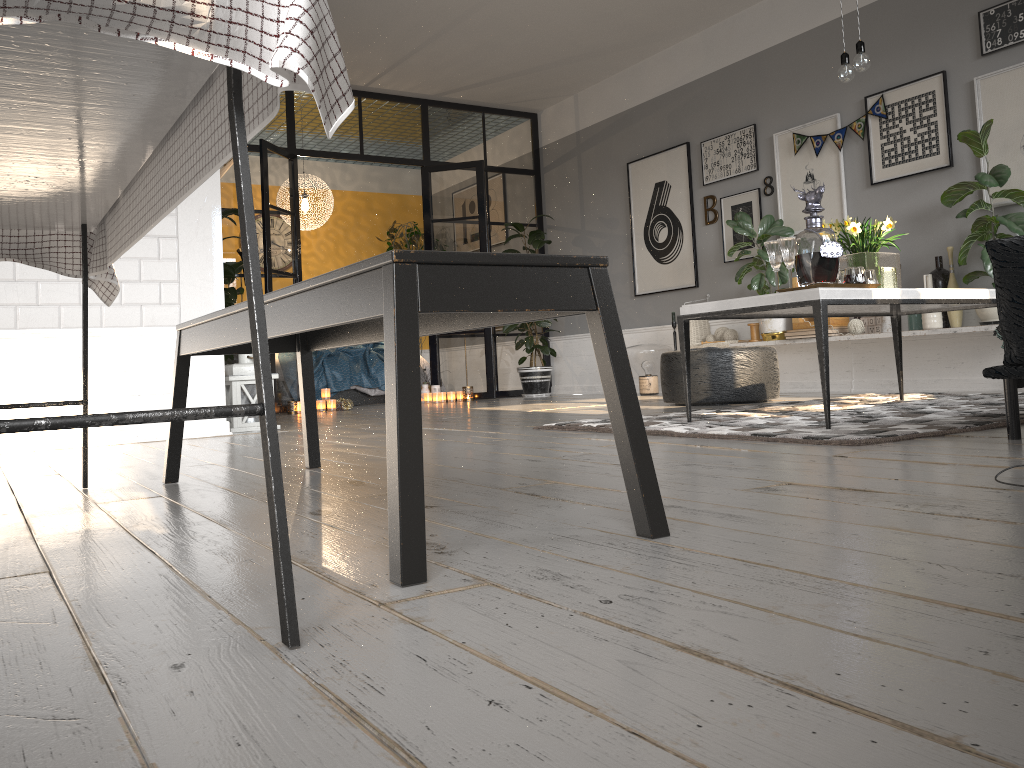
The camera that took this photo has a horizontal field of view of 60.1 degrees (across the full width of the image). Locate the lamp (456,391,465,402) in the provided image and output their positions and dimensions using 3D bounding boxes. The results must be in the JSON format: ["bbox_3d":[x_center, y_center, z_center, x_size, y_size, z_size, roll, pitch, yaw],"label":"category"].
[{"bbox_3d":[-0.488,0.118,8.409,0.080,0.099,0.080,-3,-1,9],"label":"lamp"}]

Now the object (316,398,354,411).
[{"bbox_3d":[-1.609,0.183,7.884,0.192,0.118,0.715,-3,1,-43],"label":"object"}]

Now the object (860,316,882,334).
[{"bbox_3d":[2.442,-0.420,5.888,0.078,0.174,0.264,-2,-1,-26],"label":"object"}]

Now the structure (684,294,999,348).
[{"bbox_3d":[2.228,-0.514,6.079,0.308,0.487,2.768,-2,0,-32],"label":"structure"}]

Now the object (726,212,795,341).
[{"bbox_3d":[1.878,-0.797,6.466,0.509,0.966,0.546,-5,-3,44],"label":"object"}]

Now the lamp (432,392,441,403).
[{"bbox_3d":[-0.705,0.131,8.306,0.080,0.099,0.080,-3,-1,9],"label":"lamp"}]

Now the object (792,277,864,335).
[{"bbox_3d":[2.192,-0.540,6.081,0.239,0.441,0.544,-2,-1,-32],"label":"object"}]

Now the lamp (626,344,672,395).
[{"bbox_3d":[1.168,-0.126,7.612,0.432,0.439,0.431,-3,-1,-10],"label":"lamp"}]

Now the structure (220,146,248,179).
[{"bbox_3d":[-1.715,-1.513,5.197,0.185,0.778,0.493,-1,-2,-32],"label":"structure"}]

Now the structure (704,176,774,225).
[{"bbox_3d":[1.797,-1.451,7.030,0.024,0.263,0.737,-1,-1,-32],"label":"structure"}]

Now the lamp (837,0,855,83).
[{"bbox_3d":[0.856,-2.076,4.255,1.393,1.541,0.074,-4,-3,27],"label":"lamp"}]

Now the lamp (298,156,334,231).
[{"bbox_3d":[-2.265,-2.218,9.642,0.616,1.099,0.615,-3,-2,9],"label":"lamp"}]

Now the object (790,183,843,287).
[{"bbox_3d":[1.130,-0.554,3.292,0.148,0.418,0.155,-2,-3,-12],"label":"object"}]

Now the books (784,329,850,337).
[{"bbox_3d":[2.135,-0.358,6.169,0.260,0.029,0.383,-3,1,-31],"label":"books"}]

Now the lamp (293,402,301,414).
[{"bbox_3d":[-1.817,0.201,7.508,0.080,0.099,0.080,-3,-1,9],"label":"lamp"}]

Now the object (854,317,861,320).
[{"bbox_3d":[2.371,-0.563,6.068,0.019,0.465,0.221,-1,-3,-32],"label":"object"}]

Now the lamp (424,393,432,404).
[{"bbox_3d":[-0.797,0.134,8.402,0.080,0.099,0.080,-4,-2,23],"label":"lamp"}]

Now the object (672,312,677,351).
[{"bbox_3d":[1.448,-0.270,7.424,0.091,0.703,0.278,-1,-3,-39],"label":"object"}]

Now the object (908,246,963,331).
[{"bbox_3d":[2.588,-0.579,5.439,0.285,0.490,0.331,-4,-2,19],"label":"object"}]

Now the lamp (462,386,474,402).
[{"bbox_3d":[-0.414,0.094,8.343,0.107,0.141,0.107,-4,-2,22],"label":"lamp"}]

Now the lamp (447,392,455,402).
[{"bbox_3d":[-0.574,0.123,8.381,0.080,0.099,0.080,-3,-1,9],"label":"lamp"}]

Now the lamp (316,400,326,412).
[{"bbox_3d":[-1.647,0.190,7.633,0.080,0.099,0.080,-3,-1,9],"label":"lamp"}]

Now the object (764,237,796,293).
[{"bbox_3d":[1.069,-0.456,3.492,0.082,0.228,0.167,-2,-2,-20],"label":"object"}]

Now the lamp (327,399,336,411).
[{"bbox_3d":[-1.566,0.186,7.675,0.080,0.099,0.080,-3,-1,9],"label":"lamp"}]

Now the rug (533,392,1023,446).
[{"bbox_3d":[1.630,0.117,3.990,2.529,0.034,1.765,-4,1,-32],"label":"rug"}]

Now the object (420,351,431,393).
[{"bbox_3d":[-0.819,-0.080,8.816,0.437,0.523,0.278,-3,-2,9],"label":"object"}]

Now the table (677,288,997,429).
[{"bbox_3d":[1.509,-0.114,3.751,1.457,0.512,0.730,-3,0,-32],"label":"table"}]

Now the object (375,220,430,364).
[{"bbox_3d":[-1.172,-0.949,11.013,1.345,2.211,1.245,-1,-3,-45],"label":"object"}]

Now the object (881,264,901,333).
[{"bbox_3d":[2.436,-0.572,5.714,0.136,0.485,0.154,-1,-3,-32],"label":"object"}]

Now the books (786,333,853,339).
[{"bbox_3d":[2.147,-0.334,6.160,0.296,0.021,0.367,-4,1,-37],"label":"books"}]

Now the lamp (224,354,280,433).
[{"bbox_3d":[-1.562,0.033,5.222,0.287,0.479,0.286,-2,-2,-33],"label":"lamp"}]

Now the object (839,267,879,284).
[{"bbox_3d":[1.255,-0.392,3.440,0.278,0.087,0.246,-3,1,36],"label":"object"}]

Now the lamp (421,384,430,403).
[{"bbox_3d":[-0.833,0.096,8.525,0.092,0.180,0.092,-3,-2,-11],"label":"lamp"}]

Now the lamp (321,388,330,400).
[{"bbox_3d":[-1.611,0.089,7.657,0.080,0.099,0.080,-3,-1,9],"label":"lamp"}]

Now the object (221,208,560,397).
[{"bbox_3d":[-1.088,-0.691,7.879,3.900,1.800,1.008,-3,-2,-32],"label":"object"}]

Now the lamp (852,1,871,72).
[{"bbox_3d":[0.869,-2.075,4.117,1.393,1.541,0.074,-4,-3,27],"label":"lamp"}]

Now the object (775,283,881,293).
[{"bbox_3d":[1.189,-0.356,3.325,0.318,0.015,0.246,-4,1,-32],"label":"object"}]

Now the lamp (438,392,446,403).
[{"bbox_3d":[-0.662,0.127,8.384,0.080,0.099,0.080,-3,-1,9],"label":"lamp"}]

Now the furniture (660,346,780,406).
[{"bbox_3d":[1.315,-0.059,5.616,0.736,0.358,0.733,-3,0,-45],"label":"furniture"}]

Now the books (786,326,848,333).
[{"bbox_3d":[2.141,-0.381,6.179,0.229,0.017,0.378,-4,1,-34],"label":"books"}]

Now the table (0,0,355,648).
[{"bbox_3d":[-1.058,-0.088,1.568,0.932,0.786,2.020,-3,0,-32],"label":"table"}]

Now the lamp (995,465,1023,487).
[{"bbox_3d":[1.436,-0.674,1.413,0.680,1.707,1.242,-1,-2,-33],"label":"lamp"}]

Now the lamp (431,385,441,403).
[{"bbox_3d":[-0.726,0.096,8.474,0.092,0.167,0.089,-4,-2,25],"label":"lamp"}]

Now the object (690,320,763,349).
[{"bbox_3d":[1.682,-0.406,6.920,0.329,0.307,0.783,-2,0,-31],"label":"object"}]

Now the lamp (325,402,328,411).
[{"bbox_3d":[-1.648,0.199,7.750,0.069,0.080,0.068,-2,-1,-24],"label":"lamp"}]

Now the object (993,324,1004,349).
[{"bbox_3d":[1.896,-0.230,2.750,0.667,0.330,0.489,-3,0,-37],"label":"object"}]

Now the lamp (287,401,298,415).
[{"bbox_3d":[-1.841,0.200,7.420,0.084,0.111,0.084,-4,-2,34],"label":"lamp"}]

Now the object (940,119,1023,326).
[{"bbox_3d":[2.763,-0.914,5.080,0.415,1.154,0.565,-3,-2,8],"label":"object"}]

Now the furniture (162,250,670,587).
[{"bbox_3d":[-0.395,0.037,1.999,0.466,0.456,1.665,-2,0,-32],"label":"furniture"}]

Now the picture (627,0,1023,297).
[{"bbox_3d":[-0.495,-1.437,6.895,4.043,1.799,7.273,-3,1,-32],"label":"picture"}]

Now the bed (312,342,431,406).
[{"bbox_3d":[-2.039,-0.160,9.538,1.899,0.772,2.316,-3,1,-31],"label":"bed"}]

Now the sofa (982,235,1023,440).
[{"bbox_3d":[2.562,-0.289,2.822,2.343,0.800,0.967,-3,0,-32],"label":"sofa"}]

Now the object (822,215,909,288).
[{"bbox_3d":[1.494,-0.546,3.749,0.352,0.352,0.324,-2,-1,-29],"label":"object"}]

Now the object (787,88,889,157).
[{"bbox_3d":[2.268,-1.779,6.203,0.057,0.340,0.911,-1,-1,-32],"label":"object"}]
